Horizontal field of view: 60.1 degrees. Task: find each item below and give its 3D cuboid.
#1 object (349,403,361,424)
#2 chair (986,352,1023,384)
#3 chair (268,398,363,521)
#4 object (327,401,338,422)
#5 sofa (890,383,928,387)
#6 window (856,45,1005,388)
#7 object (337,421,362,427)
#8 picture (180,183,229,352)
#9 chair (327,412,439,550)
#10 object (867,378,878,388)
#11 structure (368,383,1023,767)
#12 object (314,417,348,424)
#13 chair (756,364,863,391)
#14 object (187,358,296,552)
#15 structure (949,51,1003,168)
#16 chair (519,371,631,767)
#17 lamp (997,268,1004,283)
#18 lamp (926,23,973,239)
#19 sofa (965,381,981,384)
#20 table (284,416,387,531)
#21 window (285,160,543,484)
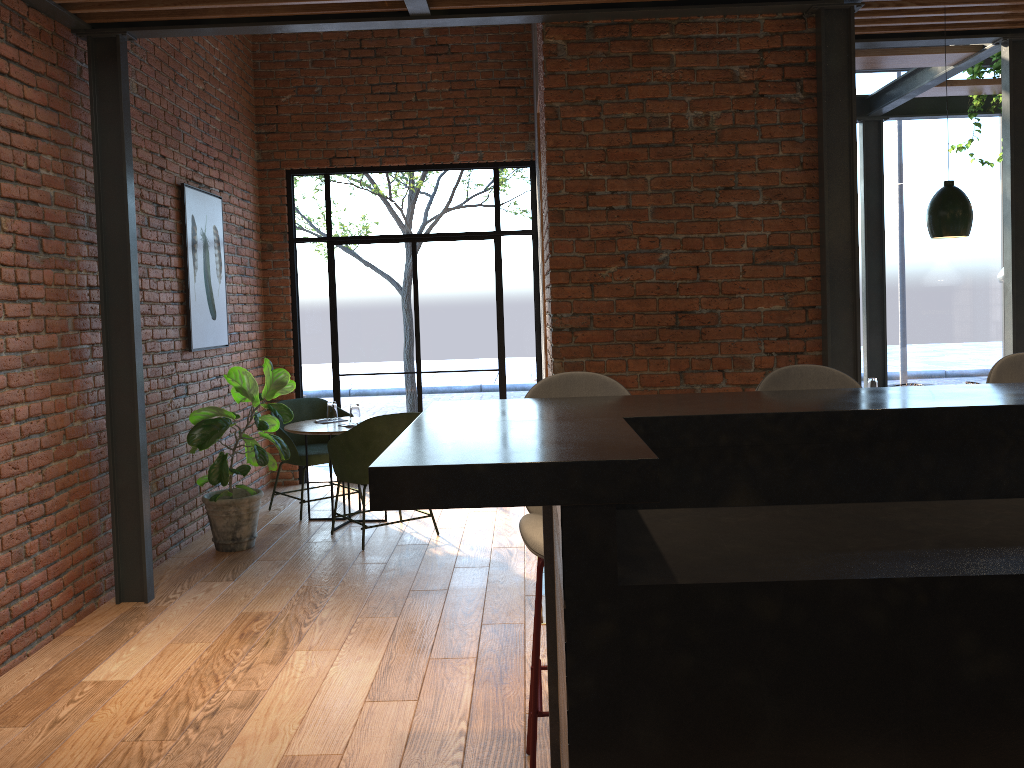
[{"bbox_3d":[-1.084,0.205,6.117,0.080,0.138,0.080,-1,3,22],"label":"object"},{"bbox_3d":[1.730,0.534,2.695,0.418,1.241,0.508,-2,3,-3],"label":"chair"},{"bbox_3d":[-1.465,0.530,6.605,0.639,0.817,0.515,-5,4,-40],"label":"chair"},{"bbox_3d":[-1.285,0.194,6.324,0.080,0.138,0.080,-1,3,22],"label":"object"},{"bbox_3d":[3.080,0.402,6.797,0.470,0.731,1.095,-2,4,1],"label":"sofa"},{"bbox_3d":[5.127,-2.559,7.432,8.719,5.590,0.127,-2,2,1],"label":"window"},{"bbox_3d":[-1.082,0.274,6.088,0.243,0.019,0.157,-6,6,-41],"label":"object"},{"bbox_3d":[-2.111,-0.786,6.115,0.023,1.093,0.727,-2,3,1],"label":"picture"},{"bbox_3d":[-0.854,0.581,5.775,0.639,0.817,0.515,-4,4,-35],"label":"chair"},{"bbox_3d":[2.653,0.025,6.516,0.080,0.138,0.080,-4,4,-39],"label":"object"},{"bbox_3d":[2.136,0.581,1.227,4.919,1.394,2.925,-2,4,1],"label":"structure"},{"bbox_3d":[-1.289,0.258,6.352,0.243,0.019,0.157,-6,6,-41],"label":"object"},{"bbox_3d":[0.965,0.576,2.635,0.418,1.241,0.508,-2,3,-1],"label":"chair"},{"bbox_3d":[-1.741,0.436,5.611,0.715,1.194,0.634,-4,4,-39],"label":"object"},{"bbox_3d":[3.858,-2.125,6.743,0.941,0.923,0.529,-2,3,7],"label":"structure"},{"bbox_3d":[0.233,0.599,2.660,0.418,1.241,0.509,-2,3,0],"label":"chair"},{"bbox_3d":[3.877,-3.026,6.763,0.353,4.482,0.353,-1,2,17],"label":"lamp"},{"bbox_3d":[2.286,-1.785,4.658,0.224,2.018,0.224,-2,2,4],"label":"lamp"},{"bbox_3d":[3.908,0.376,6.784,0.470,0.731,1.095,-2,4,1],"label":"sofa"},{"bbox_3d":[-1.168,0.619,6.213,0.808,0.686,0.809,-3,4,-15],"label":"table"},{"bbox_3d":[-0.816,-0.521,7.614,2.135,2.695,0.097,-2,2,1],"label":"window"}]
